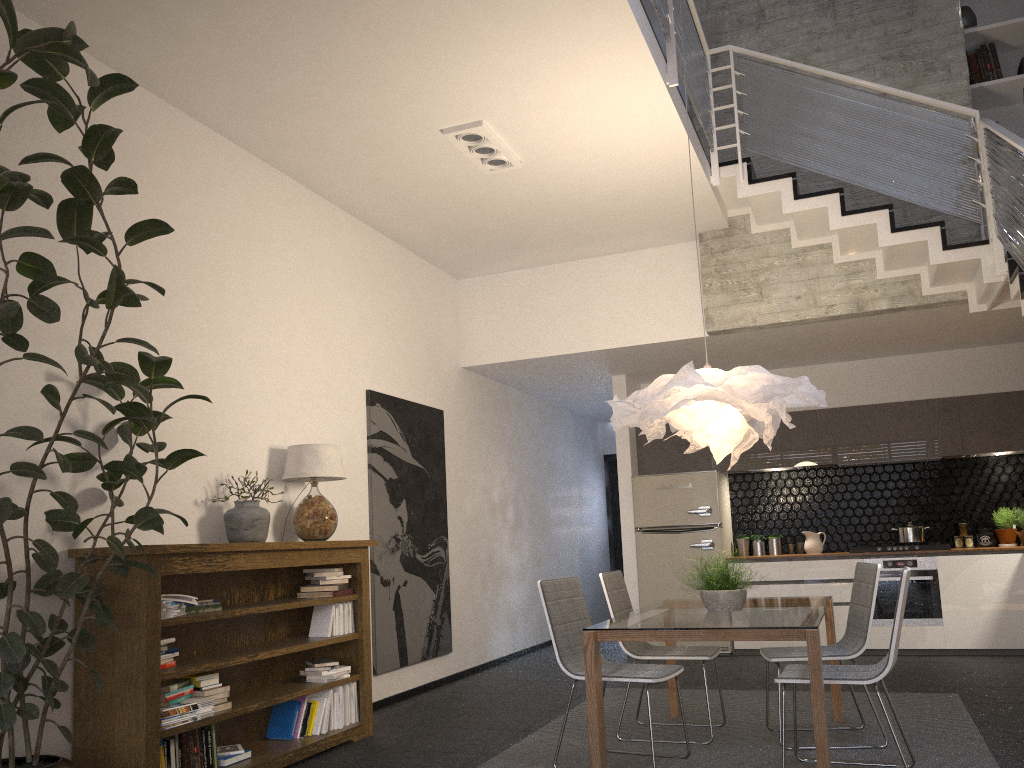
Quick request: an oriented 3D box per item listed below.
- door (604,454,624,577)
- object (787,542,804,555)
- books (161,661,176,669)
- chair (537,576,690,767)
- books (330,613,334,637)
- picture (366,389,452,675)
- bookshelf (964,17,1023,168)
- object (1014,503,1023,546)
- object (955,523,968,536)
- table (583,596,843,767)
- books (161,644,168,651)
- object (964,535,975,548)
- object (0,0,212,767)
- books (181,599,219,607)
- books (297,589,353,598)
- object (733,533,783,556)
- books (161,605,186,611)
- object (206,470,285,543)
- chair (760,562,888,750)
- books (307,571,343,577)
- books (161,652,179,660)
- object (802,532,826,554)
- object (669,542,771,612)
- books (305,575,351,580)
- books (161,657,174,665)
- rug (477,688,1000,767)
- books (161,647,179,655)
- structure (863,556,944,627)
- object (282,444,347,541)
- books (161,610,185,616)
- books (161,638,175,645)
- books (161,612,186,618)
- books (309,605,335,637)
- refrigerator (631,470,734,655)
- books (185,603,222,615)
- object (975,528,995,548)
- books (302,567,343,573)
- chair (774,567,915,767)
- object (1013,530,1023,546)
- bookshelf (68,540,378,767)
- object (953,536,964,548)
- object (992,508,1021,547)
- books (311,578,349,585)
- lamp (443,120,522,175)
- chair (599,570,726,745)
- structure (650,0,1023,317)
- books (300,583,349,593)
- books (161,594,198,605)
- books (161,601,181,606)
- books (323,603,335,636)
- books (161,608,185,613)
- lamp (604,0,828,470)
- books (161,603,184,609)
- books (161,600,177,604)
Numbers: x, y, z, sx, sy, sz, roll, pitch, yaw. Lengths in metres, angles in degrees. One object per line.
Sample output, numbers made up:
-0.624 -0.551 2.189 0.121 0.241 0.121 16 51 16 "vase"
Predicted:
1.868 2.071 12.082 1.110 2.299 0.161 -6 -8 21 "door"
2.747 1.593 8.575 0.161 0.110 0.078 -7 -9 26 "object"
-1.666 1.291 4.044 0.159 0.021 0.226 -4 -10 6 "books"
0.498 1.424 4.401 0.603 0.913 0.477 -7 -9 30 "chair"
-1.113 1.411 5.228 0.120 0.156 0.056 -6 -8 21 "books"
-0.780 1.132 6.892 0.033 2.013 1.240 -5 -9 21 "picture"
3.861 -2.164 6.795 0.975 1.099 0.445 -6 -8 21 "bookshelf"
4.539 1.237 7.815 0.184 0.376 0.170 2 -9 -31 "object"
4.087 1.323 8.049 0.083 0.112 0.083 -3 -8 1 "object"
1.124 1.526 4.558 0.999 0.709 1.811 -6 -11 21 "table"
-1.663 1.205 4.045 0.147 0.023 0.223 3 -12 -27 "books"
4.145 1.429 8.024 0.083 0.112 0.083 -8 -10 31 "object"
-1.706 0.188 3.347 0.907 3.176 2.027 -2 -8 -1 "object"
-1.561 1.061 4.285 0.167 0.023 0.228 -7 -11 25 "books"
-1.117 1.254 5.303 0.230 0.034 0.288 -5 -11 13 "books"
2.418 1.571 8.667 0.483 0.219 0.173 -6 -9 18 "object"
-1.661 1.036 4.081 0.252 0.011 0.321 -3 -10 3 "books"
-1.448 0.664 4.816 0.385 0.409 0.277 -3 -8 -1 "object"
1.661 1.432 4.735 0.602 0.913 0.478 -4 -8 7 "chair"
-1.137 1.151 5.367 0.175 0.023 0.245 2 -11 -23 "books"
-1.663 1.248 4.042 0.174 0.019 0.245 -4 -10 6 "books"
2.896 1.519 8.486 0.190 0.213 0.172 -9 -10 34 "object"
1.082 1.011 4.619 0.532 0.364 0.672 -5 -10 16 "object"
-1.118 1.174 5.377 0.175 0.019 0.245 7 -14 -43 "books"
-1.661 1.269 4.044 0.155 0.022 0.207 -3 -10 1 "books"
1.130 1.872 4.500 2.375 0.006 3.708 -7 -11 21 "rug"
-1.665 1.226 4.036 0.163 0.022 0.233 -7 -11 21 "books"
3.494 1.847 7.941 0.588 0.584 0.587 -6 -9 21 "structure"
-1.202 0.671 5.391 0.389 0.578 0.392 -1 -8 -10 "object"
-1.651 1.061 4.104 0.252 0.011 0.321 -1 -10 -9 "books"
-1.665 1.185 4.055 0.155 0.020 0.207 -4 -10 6 "books"
-1.648 1.070 4.092 0.252 0.011 0.321 -2 -10 -5 "books"
-1.120 1.395 5.211 0.135 0.181 0.078 -6 -8 21 "books"
1.693 1.738 8.626 0.830 1.699 0.774 -6 -8 21 "refrigerator"
-1.562 1.092 4.291 0.180 0.033 0.244 -7 -11 24 "books"
4.256 1.385 7.978 0.142 0.173 0.142 -6 -9 21 "object"
-1.145 1.129 5.372 0.205 0.022 0.156 -4 -10 6 "books"
1.518 1.303 3.992 0.603 0.913 0.477 -6 -9 24 "chair"
4.496 1.339 7.700 0.124 0.139 0.211 3 -11 -34 "object"
-1.372 1.427 4.641 0.451 1.163 1.930 -6 -10 21 "bookshelf"
4.066 1.439 8.059 0.083 0.112 0.083 -6 -9 21 "object"
4.415 1.268 7.882 0.245 0.351 0.235 -6 -9 25 "object"
-1.109 1.198 5.374 0.179 0.029 0.227 2 -11 -26 "books"
-0.170 -1.465 5.472 0.254 0.065 0.649 -6 -11 21 "lamp"
0.857 1.525 5.047 0.602 0.913 0.478 -6 -9 21 "chair"
1.751 -2.113 5.773 4.242 8.249 8.510 -6 -9 21 "structure"
0.967 -1.951 6.904 5.396 6.661 0.362 2 -9 -28 "books"
-1.655 1.004 4.157 0.273 0.108 0.324 4 -12 -33 "books"
-1.671 1.016 4.085 0.252 0.011 0.321 -1 -10 -7 "books"
-1.115 1.403 5.270 0.136 0.187 0.018 -6 -8 21 "books"
-1.654 1.054 4.123 0.252 0.011 0.321 0 -11 -12 "books"
0.955 -2.108 5.006 1.121 5.175 1.066 -7 -9 32 "lamp"
-1.658 1.028 4.098 0.252 0.011 0.321 -1 -10 -7 "books"
-1.676 1.004 4.079 0.252 0.011 0.321 -2 -10 -2 "books"
